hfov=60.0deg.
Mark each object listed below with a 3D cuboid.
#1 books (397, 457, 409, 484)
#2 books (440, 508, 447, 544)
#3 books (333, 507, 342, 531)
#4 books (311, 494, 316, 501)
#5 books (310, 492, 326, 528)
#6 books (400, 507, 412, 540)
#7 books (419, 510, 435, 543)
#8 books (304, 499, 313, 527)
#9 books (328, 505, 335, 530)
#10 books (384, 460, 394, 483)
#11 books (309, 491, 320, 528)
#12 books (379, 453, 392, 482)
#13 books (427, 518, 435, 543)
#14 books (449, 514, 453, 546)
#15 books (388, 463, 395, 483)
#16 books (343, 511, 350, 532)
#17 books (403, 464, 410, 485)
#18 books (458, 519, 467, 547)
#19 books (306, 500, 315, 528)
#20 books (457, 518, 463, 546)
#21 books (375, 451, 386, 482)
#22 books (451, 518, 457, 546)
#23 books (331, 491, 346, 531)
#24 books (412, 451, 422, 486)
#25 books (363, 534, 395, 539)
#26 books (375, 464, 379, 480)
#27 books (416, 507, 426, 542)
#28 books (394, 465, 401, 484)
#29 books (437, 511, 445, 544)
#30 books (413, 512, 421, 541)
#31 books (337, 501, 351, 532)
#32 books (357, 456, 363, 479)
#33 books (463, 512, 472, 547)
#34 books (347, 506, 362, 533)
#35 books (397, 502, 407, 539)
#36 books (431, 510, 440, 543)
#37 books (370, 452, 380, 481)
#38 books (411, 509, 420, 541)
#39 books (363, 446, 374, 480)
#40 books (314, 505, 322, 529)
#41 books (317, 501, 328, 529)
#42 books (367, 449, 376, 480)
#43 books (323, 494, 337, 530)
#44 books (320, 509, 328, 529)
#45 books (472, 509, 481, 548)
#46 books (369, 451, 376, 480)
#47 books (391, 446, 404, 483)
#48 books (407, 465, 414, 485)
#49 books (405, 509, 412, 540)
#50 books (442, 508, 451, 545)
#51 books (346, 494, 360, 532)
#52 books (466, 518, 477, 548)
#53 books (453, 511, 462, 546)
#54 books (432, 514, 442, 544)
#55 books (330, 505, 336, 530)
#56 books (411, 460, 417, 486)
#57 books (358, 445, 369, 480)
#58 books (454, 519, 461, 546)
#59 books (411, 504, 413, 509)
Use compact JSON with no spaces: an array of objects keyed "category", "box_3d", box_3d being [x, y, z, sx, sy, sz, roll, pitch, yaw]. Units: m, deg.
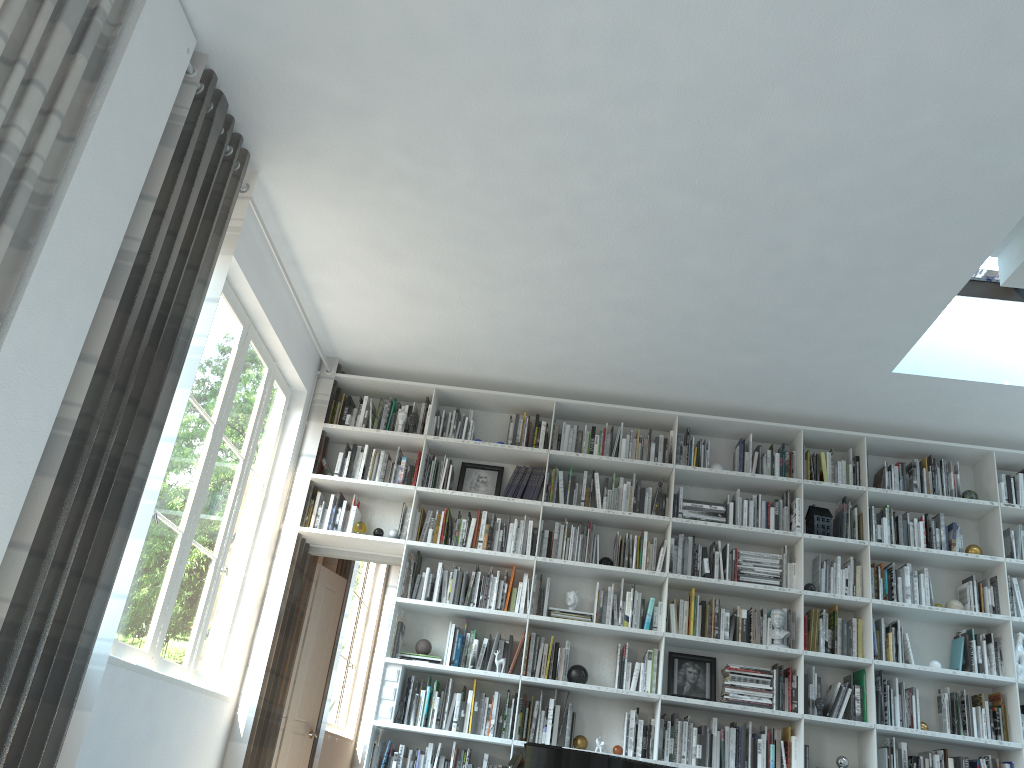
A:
[{"category":"books","box_3d":[-0.747,0.642,6.095,0.029,0.228,0.192,6,-25,4]},{"category":"books","box_3d":[-0.454,0.991,5.943,0.020,0.279,0.165,6,-25,4]},{"category":"books","box_3d":[-1.162,0.950,5.972,0.024,0.192,0.181,6,-25,4]},{"category":"books","box_3d":[-1.373,0.885,5.992,0.011,0.271,0.189,6,-25,4]},{"category":"books","box_3d":[-1.316,0.892,6.001,0.023,0.280,0.171,6,-25,4]},{"category":"books","box_3d":[-0.712,0.976,5.977,0.044,0.267,0.134,6,-25,4]},{"category":"books","box_3d":[-0.575,0.992,5.956,0.062,0.257,0.153,6,-25,4]},{"category":"books","box_3d":[-1.363,0.911,5.992,0.013,0.227,0.180,6,-25,4]},{"category":"books","box_3d":[-1.208,0.945,6.002,0.023,0.213,0.141,6,-25,4]},{"category":"books","box_3d":[-0.847,0.648,6.119,0.028,0.211,0.139,6,-25,4]},{"category":"books","box_3d":[-1.332,0.890,6.027,0.013,0.301,0.136,6,-25,4]},{"category":"books","box_3d":[-0.874,0.619,6.113,0.030,0.249,0.166,6,-25,4]},{"category":"books","box_3d":[-0.536,1.015,5.918,0.026,0.194,0.176,6,-25,4]},{"category":"books","box_3d":[-0.412,1.013,5.939,0.047,0.248,0.134,6,-25,4]},{"category":"books","box_3d":[-0.820,0.661,6.122,0.029,0.197,0.144,6,-25,4]},{"category":"books","box_3d":[-1.104,0.966,5.988,0.029,0.190,0.135,6,-25,4]},{"category":"books","box_3d":[-0.720,0.672,6.112,0.029,0.195,0.147,6,-25,4]},{"category":"books","box_3d":[-0.326,1.032,5.916,0.031,0.216,0.173,6,-25,4]},{"category":"books","box_3d":[-1.351,0.915,5.991,0.013,0.221,0.163,6,-25,4]},{"category":"books","box_3d":[-0.346,1.027,5.926,0.011,0.228,0.171,6,-25,4]},{"category":"books","box_3d":[-0.901,0.612,6.117,0.025,0.259,0.167,6,-25,4]},{"category":"books","box_3d":[-0.384,1.027,5.938,0.012,0.229,0.150,6,-25,4]},{"category":"books","box_3d":[-1.174,0.895,5.982,0.013,0.295,0.188,6,-25,4]},{"category":"books","box_3d":[-0.653,0.629,6.117,0.014,0.292,0.173,6,-25,4]},{"category":"books","box_3d":[-0.908,1.043,5.935,0.285,0.012,0.160,6,-25,6]},{"category":"books","box_3d":[-0.920,0.636,6.141,0.011,0.230,0.136,6,-25,4]},{"category":"books","box_3d":[-0.612,0.979,5.945,0.012,0.262,0.181,6,-25,4]},{"category":"books","box_3d":[-0.780,0.668,6.108,0.031,0.182,0.152,6,-25,4]},{"category":"books","box_3d":[-0.472,1.000,5.935,0.014,0.251,0.188,6,-25,4]},{"category":"books","box_3d":[-0.631,0.994,5.948,0.022,0.231,0.152,6,-25,4]},{"category":"books","box_3d":[-1.127,0.926,5.962,0.021,0.236,0.189,6,-25,4]},{"category":"books","box_3d":[-1.036,0.623,6.122,0.010,0.208,0.166,6,-25,4]},{"category":"books","box_3d":[-0.300,1.012,5.930,0.014,0.271,0.181,6,-25,4]},{"category":"books","box_3d":[-1.062,0.948,5.958,0.029,0.210,0.188,6,-25,4]},{"category":"books","box_3d":[-0.739,0.956,5.963,0.012,0.283,0.160,6,-25,4]},{"category":"books","box_3d":[-0.513,0.993,5.945,0.010,0.261,0.151,6,-25,4]},{"category":"books","box_3d":[-0.936,0.616,6.118,0.021,0.243,0.174,6,-25,4]},{"category":"books","box_3d":[-0.646,0.986,5.961,0.012,0.253,0.161,6,-25,4]},{"category":"books","box_3d":[-0.987,0.593,6.139,0.037,0.290,0.156,6,-25,4]},{"category":"books","box_3d":[-1.296,0.936,5.989,0.029,0.196,0.161,6,-25,4]},{"category":"books","box_3d":[-1.275,0.924,5.985,0.010,0.219,0.182,6,-25,4]},{"category":"books","box_3d":[-0.963,0.602,6.125,0.013,0.267,0.163,6,-25,4]},{"category":"books","box_3d":[-1.226,0.905,6.002,0.022,0.280,0.157,6,-25,4]},{"category":"books","box_3d":[-1.258,0.953,5.999,0.029,0.184,0.135,6,-25,4]},{"category":"books","box_3d":[-0.238,1.008,5.939,0.014,0.302,0.152,6,-25,4]},{"category":"books","box_3d":[-0.952,0.612,6.120,0.012,0.248,0.193,6,-25,4]},{"category":"books","box_3d":[-0.793,0.605,6.120,0.012,0.302,0.190,6,-25,4]},{"category":"books","box_3d":[-0.694,0.672,6.096,0.026,0.187,0.155,6,-25,4]},{"category":"books","box_3d":[-0.673,0.978,5.918,0.021,0.223,0.233,6,-25,4]},{"category":"books","box_3d":[-0.439,0.990,5.931,0.011,0.276,0.165,6,-25,4]},{"category":"books","box_3d":[-1.077,0.912,5.990,0.013,0.297,0.180,6,-25,4]},{"category":"books","box_3d":[-0.272,1.033,5.925,0.047,0.237,0.163,6,-25,4]},{"category":"books","box_3d":[-0.369,1.005,5.943,0.012,0.276,0.151,6,-25,4]},{"category":"books","box_3d":[-0.496,1.009,5.933,0.030,0.229,0.173,6,-25,4]},{"category":"books","box_3d":[-1.192,0.942,5.980,0.011,0.205,0.164,6,-25,4]},{"category":"books","box_3d":[-0.671,0.659,6.117,0.014,0.234,0.144,6,-25,4]},{"category":"books","box_3d":[-1.016,0.584,6.122,0.021,0.284,0.180,6,-25,4]},{"category":"books","box_3d":[-0.360,1.028,5.918,0.014,0.217,0.165,6,-25,4]},{"category":"books","box_3d":[-0.684,0.965,5.964,0.010,0.284,0.138,6,-25,4]}]
